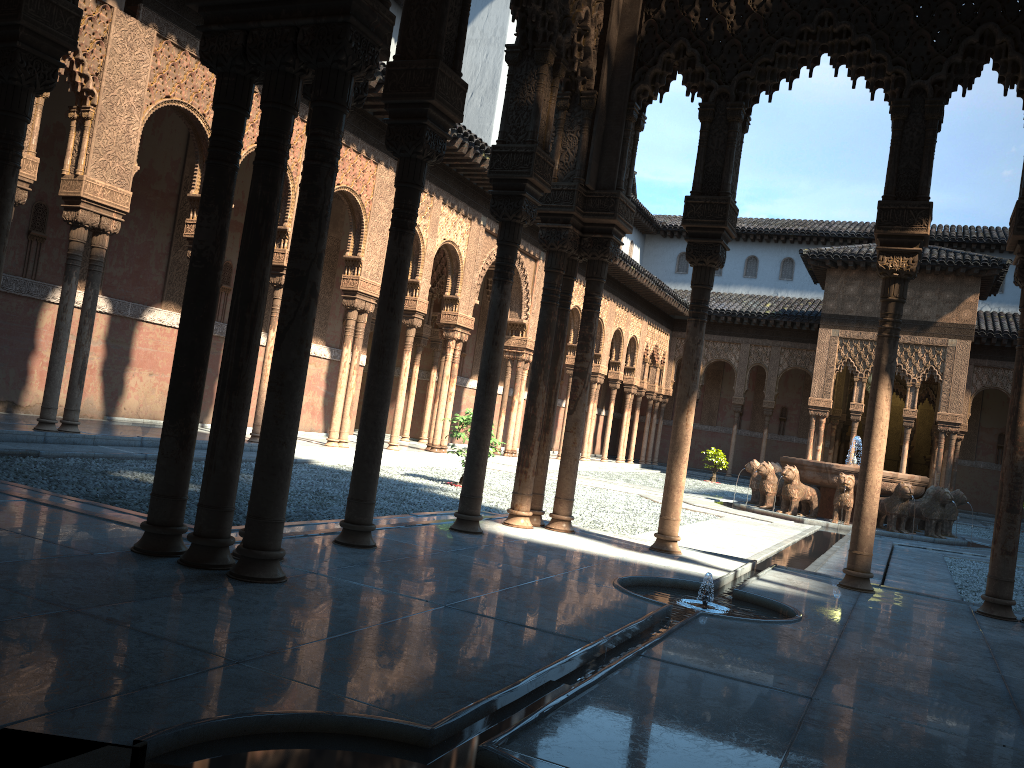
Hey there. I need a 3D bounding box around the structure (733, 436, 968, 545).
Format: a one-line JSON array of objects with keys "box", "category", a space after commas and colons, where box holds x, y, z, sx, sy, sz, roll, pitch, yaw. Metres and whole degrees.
[{"box": [7.135, 2.075, 18.657, 4.508, 1.991, 4.508, 7, -3, 25], "category": "structure"}]
